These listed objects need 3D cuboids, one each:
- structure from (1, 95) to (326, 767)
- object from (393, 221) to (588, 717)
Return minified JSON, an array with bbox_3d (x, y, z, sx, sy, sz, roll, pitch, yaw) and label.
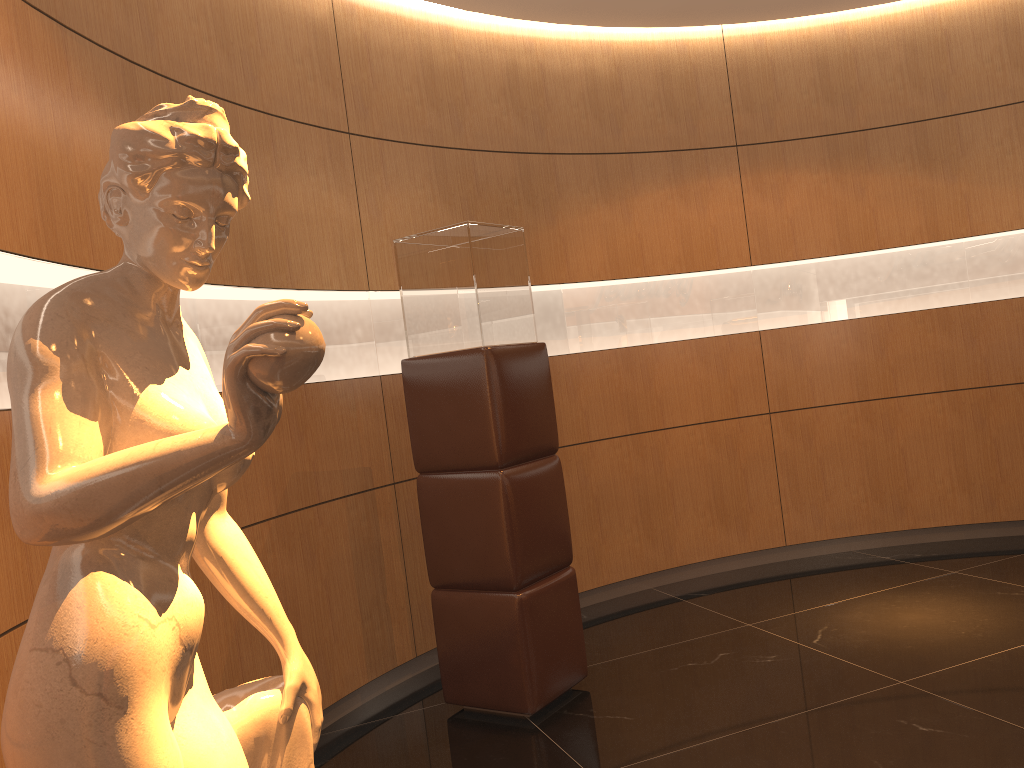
[{"bbox_3d":[-0.488,0.513,1.273,0.477,1.836,0.733,-8,1,-21],"label":"structure"},{"bbox_3d":[-0.100,0.351,3.787,0.498,2.000,0.484,-7,1,34],"label":"object"}]
